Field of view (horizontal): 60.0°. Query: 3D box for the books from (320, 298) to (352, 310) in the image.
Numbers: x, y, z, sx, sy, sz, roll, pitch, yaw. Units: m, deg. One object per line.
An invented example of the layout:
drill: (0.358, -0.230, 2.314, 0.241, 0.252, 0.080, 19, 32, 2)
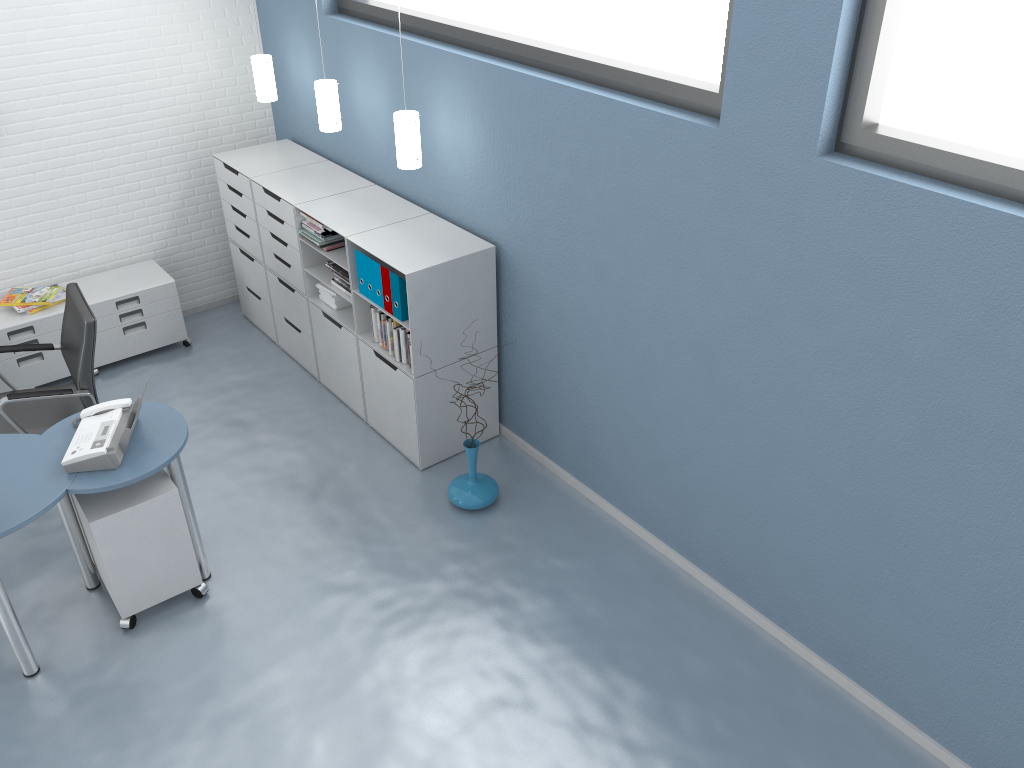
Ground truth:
books: (-0.951, -0.508, 5.151, 0.270, 0.015, 0.190, -23, 39, -31)

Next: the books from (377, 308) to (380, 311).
books: (-0.643, -0.338, 4.676, 0.138, 0.229, 0.032, -23, 39, -31)

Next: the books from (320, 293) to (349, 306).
books: (-0.944, -0.531, 5.131, 0.270, 0.015, 0.190, -22, 38, -30)

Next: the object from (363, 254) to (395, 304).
object: (-0.647, -0.559, 4.512, 0.181, 0.247, 0.082, -23, 39, -31)

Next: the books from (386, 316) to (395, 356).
books: (-0.566, -0.269, 4.577, 0.166, 0.217, 0.038, -23, 39, -31)

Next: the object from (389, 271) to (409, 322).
object: (-0.493, -0.455, 4.344, 0.181, 0.247, 0.082, -23, 39, -31)

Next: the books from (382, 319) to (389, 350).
books: (-0.600, -0.277, 4.632, 0.157, 0.172, 0.021, -23, 39, -31)

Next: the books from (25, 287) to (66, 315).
books: (-2.836, -0.513, 5.378, 0.210, 0.020, 0.300, 21, 38, 30)

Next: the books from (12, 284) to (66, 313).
books: (-2.854, -0.518, 5.348, 0.300, 0.020, 0.210, -27, 41, -35)

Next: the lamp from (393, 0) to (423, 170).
lamp: (-0.506, -1.820, 3.853, 0.120, 1.786, 0.120, 6, 33, 10)

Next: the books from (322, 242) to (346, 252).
books: (-1.006, -0.811, 4.940, 0.209, 0.019, 0.265, -23, 39, -31)

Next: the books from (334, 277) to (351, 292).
books: (-0.819, -0.558, 4.817, 0.212, 0.023, 0.224, -23, 39, -31)

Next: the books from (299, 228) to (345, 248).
books: (-1.024, -0.835, 4.928, 0.234, 0.034, 0.240, -23, 39, -31)

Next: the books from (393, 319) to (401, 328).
books: (-0.534, -0.264, 4.540, 0.157, 0.247, 0.021, -23, 39, -31)

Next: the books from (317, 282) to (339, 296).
books: (-0.952, -0.584, 5.103, 0.270, 0.015, 0.190, -27, 41, -35)

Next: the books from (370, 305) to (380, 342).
books: (-0.673, -0.339, 4.702, 0.157, 0.203, 0.040, -23, 39, -31)

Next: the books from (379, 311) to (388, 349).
books: (-0.617, -0.301, 4.642, 0.157, 0.203, 0.032, -23, 39, -31)

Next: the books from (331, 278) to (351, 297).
books: (-0.831, -0.542, 4.846, 0.212, 0.034, 0.265, -23, 39, -31)

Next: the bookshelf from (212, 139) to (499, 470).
bookshelf: (-0.990, -0.588, 5.312, 0.521, 1.141, 2.294, -23, 39, -31)

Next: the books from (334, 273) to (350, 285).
books: (-0.822, -0.591, 4.814, 0.197, 0.034, 0.251, -23, 39, -31)

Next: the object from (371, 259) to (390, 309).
object: (-0.596, -0.524, 4.456, 0.181, 0.247, 0.082, -23, 39, -31)

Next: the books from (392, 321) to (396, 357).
books: (-0.545, -0.254, 4.566, 0.155, 0.203, 0.017, -23, 39, -31)

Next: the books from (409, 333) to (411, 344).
books: (-0.440, -0.182, 4.450, 0.157, 0.203, 0.032, -23, 39, -31)

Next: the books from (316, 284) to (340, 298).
books: (-0.966, -0.572, 5.113, 0.270, 0.015, 0.190, -23, 39, -31)

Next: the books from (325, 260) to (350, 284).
books: (-0.842, -0.625, 4.798, 0.224, 0.041, 0.283, -23, 39, -31)

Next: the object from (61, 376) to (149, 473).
object: (-1.655, 0.117, 3.599, 0.399, 0.280, 0.405, -5, 32, -7)

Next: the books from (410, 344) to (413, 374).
books: (-0.429, -0.149, 4.434, 0.178, 0.163, 0.032, -23, 39, -31)

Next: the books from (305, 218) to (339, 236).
books: (-0.988, -0.897, 4.879, 0.187, 0.034, 0.298, -23, 39, -31)

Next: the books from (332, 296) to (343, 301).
books: (-0.944, -0.557, 5.117, 0.270, 0.015, 0.190, -21, 38, -29)

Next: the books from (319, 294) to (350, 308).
books: (-0.951, -0.520, 5.143, 0.270, 0.015, 0.190, -25, 40, -34)

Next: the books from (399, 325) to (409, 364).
books: (-0.495, -0.219, 4.510, 0.157, 0.203, 0.040, -23, 39, -31)

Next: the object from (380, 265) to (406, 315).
object: (-0.544, -0.489, 4.400, 0.181, 0.247, 0.082, -23, 39, -31)

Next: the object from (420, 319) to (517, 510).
object: (-0.178, 0.190, 4.235, 0.357, 0.972, 0.312, 15, 35, 23)

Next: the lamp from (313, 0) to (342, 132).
lamp: (-1.000, -2.152, 4.387, 0.120, 1.786, 0.120, 6, 33, 10)

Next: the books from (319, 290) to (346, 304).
books: (-0.949, -0.542, 5.120, 0.270, 0.015, 0.190, -23, 39, -31)

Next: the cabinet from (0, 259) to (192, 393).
cabinet: (-2.742, -0.337, 5.569, 1.259, 0.484, 0.447, -23, 39, -31)

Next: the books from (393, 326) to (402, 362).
books: (-0.524, -0.224, 4.535, 0.173, 0.184, 0.032, -23, 39, -31)

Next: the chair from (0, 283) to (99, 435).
chair: (-2.364, 0.081, 4.464, 0.652, 0.948, 0.584, -19, 37, -27)

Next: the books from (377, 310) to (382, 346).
books: (-0.634, -0.310, 4.661, 0.157, 0.198, 0.022, -23, 39, -31)

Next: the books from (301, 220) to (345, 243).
books: (-1.008, -0.866, 4.905, 0.212, 0.044, 0.265, -23, 39, -31)

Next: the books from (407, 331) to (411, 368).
books: (-0.456, -0.191, 4.470, 0.157, 0.198, 0.022, -23, 39, -31)

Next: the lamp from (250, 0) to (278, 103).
lamp: (-1.494, -2.484, 4.922, 0.120, 1.786, 0.120, 6, 33, 10)

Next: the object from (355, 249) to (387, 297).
object: (-0.699, -0.593, 4.567, 0.181, 0.247, 0.082, -23, 39, -31)

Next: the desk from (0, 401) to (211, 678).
desk: (-2.582, 0.490, 3.862, 2.282, 0.900, 1.402, 15, 35, 23)

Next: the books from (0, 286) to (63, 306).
books: (-2.888, -0.526, 5.324, 0.300, 0.020, 0.210, -2, 32, -3)

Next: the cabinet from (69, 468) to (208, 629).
cabinet: (-1.663, 0.636, 3.896, 0.383, 0.605, 0.559, -22, 38, -30)

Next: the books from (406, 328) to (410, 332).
books: (-0.466, -0.218, 4.484, 0.138, 0.229, 0.032, -23, 39, -31)

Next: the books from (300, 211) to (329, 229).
books: (-1.011, -0.926, 4.870, 0.212, 0.024, 0.258, -23, 39, -31)
